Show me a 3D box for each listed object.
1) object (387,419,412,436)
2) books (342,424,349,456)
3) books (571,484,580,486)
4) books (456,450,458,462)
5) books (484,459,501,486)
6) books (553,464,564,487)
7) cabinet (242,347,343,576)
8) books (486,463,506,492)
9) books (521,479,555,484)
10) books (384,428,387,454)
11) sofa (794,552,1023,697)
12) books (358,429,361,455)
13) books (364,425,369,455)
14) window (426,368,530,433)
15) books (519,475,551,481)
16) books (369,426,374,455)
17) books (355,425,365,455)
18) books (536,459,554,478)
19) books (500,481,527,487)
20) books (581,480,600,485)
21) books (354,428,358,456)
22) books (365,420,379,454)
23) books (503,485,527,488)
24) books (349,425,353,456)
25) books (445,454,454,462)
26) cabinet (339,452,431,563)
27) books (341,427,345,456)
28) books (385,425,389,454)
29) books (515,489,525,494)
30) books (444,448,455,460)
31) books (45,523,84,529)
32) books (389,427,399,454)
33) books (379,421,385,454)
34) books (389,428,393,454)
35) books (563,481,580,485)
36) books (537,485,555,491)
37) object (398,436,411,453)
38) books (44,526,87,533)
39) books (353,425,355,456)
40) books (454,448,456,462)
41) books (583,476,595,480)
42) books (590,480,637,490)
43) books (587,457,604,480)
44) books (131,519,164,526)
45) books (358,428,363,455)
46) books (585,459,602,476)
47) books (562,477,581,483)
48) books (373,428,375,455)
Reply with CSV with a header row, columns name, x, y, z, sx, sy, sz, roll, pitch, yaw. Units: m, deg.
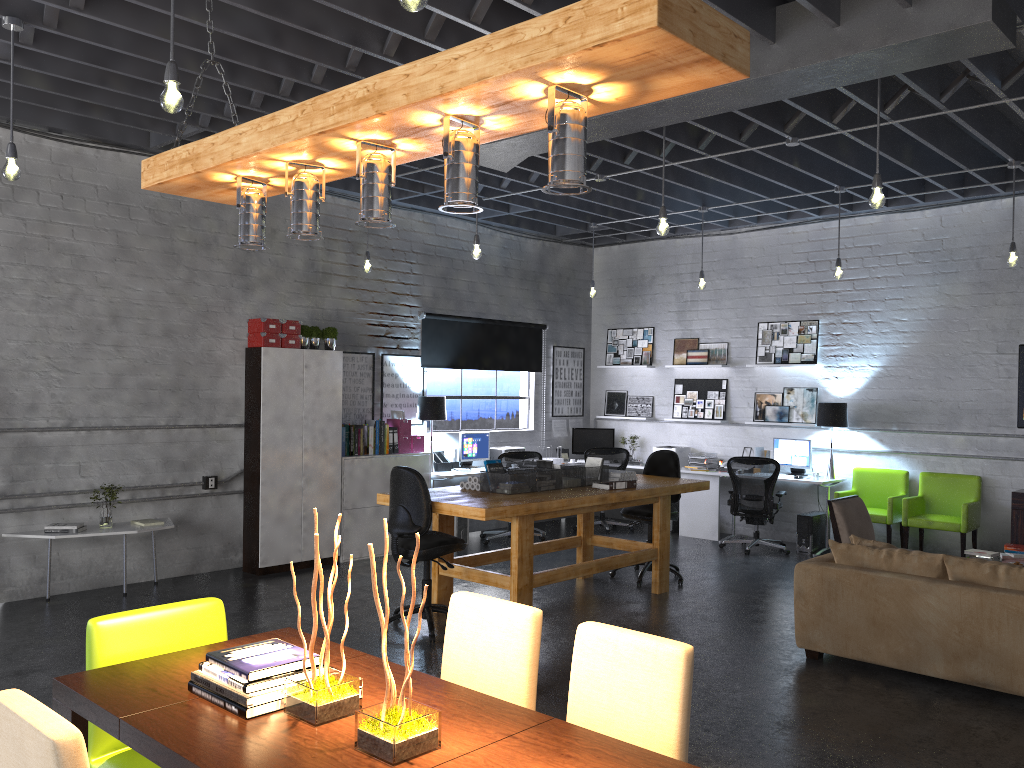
name,x,y,z,sx,sy,sz,roll,pitch,yaw
object,-1.192,0.457,9.351,0.214,0.177,0.161,1,0,43
books,-1.696,0.554,8.798,0.180,0.310,0.060,1,1,43
books,0.410,0.814,7.200,0.248,0.021,0.176,1,-1,43
books,-0.686,0.846,10.045,0.172,0.243,0.026,1,1,43
books,-0.127,0.697,6.795,0.108,0.234,0.166,1,0,43
books,0.342,0.731,7.080,0.143,0.188,0.061,1,1,43
cabinet,-2.047,0.699,8.325,0.291,2.047,0.873,1,1,43
books,-0.112,0.710,6.761,0.097,0.209,0.157,1,0,43
books,0.186,0.756,6.944,0.205,0.022,0.250,1,-1,-42
books,-1.354,0.583,9.138,0.161,0.266,0.026,1,1,43
sofa,3.022,1.467,5.310,2.330,0.628,1.104,1,0,43
books,-1.578,0.578,8.894,0.161,0.266,0.026,1,1,43
books,-1.517,0.566,8.967,0.170,0.293,0.057,1,1,43
window,-0.397,-0.040,10.702,0.030,1.220,1.822,1,0,43
books,0.176,0.731,6.948,0.232,0.027,0.185,1,0,15
books,-1.480,0.570,9.002,0.174,0.286,0.045,1,1,43
books,-1.546,0.562,8.937,0.159,0.298,0.026,1,1,43
books,0.271,0.716,7.104,0.158,0.214,0.063,1,1,43
books,0.007,0.755,6.680,0.127,0.022,0.181,1,0,38
books,0.576,0.807,7.359,0.249,0.031,0.184,1,-1,45
books,-1.606,0.573,8.876,0.167,0.275,0.037,1,1,43
books,-1.432,0.541,9.062,0.176,0.346,0.053,1,1,43
books,0.013,0.776,6.681,0.141,0.021,0.203,1,-1,44
books,-1.647,0.558,8.818,0.182,0.302,0.034,1,1,43
books,-0.706,0.878,9.982,0.134,0.176,0.020,1,1,43
cabinet,-1.424,1.228,9.158,0.465,1.021,1.151,1,0,43
books,-1.715,0.565,8.744,0.174,0.286,0.045,1,1,43
books,-1.333,0.567,9.154,0.159,0.298,0.026,1,1,43
books,0.010,0.801,6.683,0.155,0.029,0.226,1,-1,43
books,-0.710,0.846,10.018,0.172,0.243,0.026,1,1,43
books,-3.514,1.116,6.967,0.234,0.022,0.185,1,0,-9
books,-1.281,0.585,9.259,0.220,0.271,0.082,1,0,43
books,-1.393,0.546,9.110,0.197,0.339,0.065,1,1,43
books,-1.322,0.586,9.214,0.060,0.267,0.219,0,0,-42
books,0.411,0.794,7.199,0.248,0.021,0.176,1,-1,42
books,0.183,0.805,6.945,0.250,0.031,0.185,1,0,40
object,-1.195,0.634,9.353,0.214,0.177,0.161,1,0,43
books,-3.508,1.143,6.975,0.250,0.031,0.185,1,0,-5
books,-1.641,0.559,8.859,0.182,0.302,0.034,1,1,43
books,-0.706,0.846,10.020,0.173,0.243,0.026,1,1,43
books,0.566,0.780,7.359,0.233,0.022,0.184,1,-1,41
books,0.806,0.800,7.111,0.298,0.067,0.244,1,0,-38
books,0.695,0.726,7.487,0.171,0.210,0.046,1,1,43
books,-3.052,1.158,7.422,0.248,0.021,0.176,1,-1,42
books,-1.558,0.578,8.913,0.161,0.266,0.027,1,1,43
books,0.672,0.732,7.466,0.158,0.200,0.082,1,0,43
books,0.411,0.774,7.199,0.248,0.021,0.176,1,-1,42
books,-1.460,0.581,9.032,0.161,0.266,0.027,1,1,43
